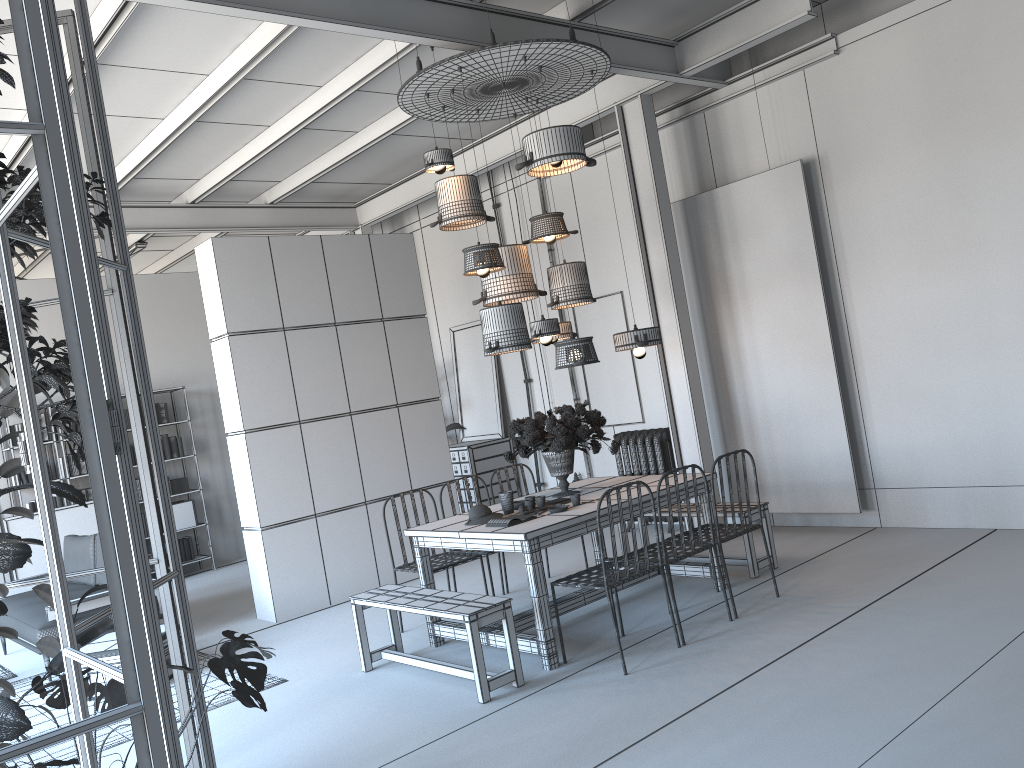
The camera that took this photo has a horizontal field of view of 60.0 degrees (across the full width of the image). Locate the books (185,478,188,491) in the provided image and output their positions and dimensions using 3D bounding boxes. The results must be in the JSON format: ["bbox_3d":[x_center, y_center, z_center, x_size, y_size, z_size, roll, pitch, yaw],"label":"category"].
[{"bbox_3d":[-3.987,1.228,10.808,0.012,0.177,0.134,-10,0,-41],"label":"books"}]

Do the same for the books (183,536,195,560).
[{"bbox_3d":[-3.921,1.998,10.772,0.030,0.295,0.217,-10,0,-41],"label":"books"}]

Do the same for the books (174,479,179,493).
[{"bbox_3d":[-4.074,1.243,10.732,0.012,0.177,0.134,-10,0,-41],"label":"books"}]

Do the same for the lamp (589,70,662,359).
[{"bbox_3d":[0.717,-1.170,6.114,0.323,2.026,0.404,-10,0,-37],"label":"lamp"}]

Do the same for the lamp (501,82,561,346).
[{"bbox_3d":[0.091,-1.162,6.058,0.202,1.831,0.253,-10,0,-2],"label":"lamp"}]

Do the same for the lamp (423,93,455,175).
[{"bbox_3d":[-0.528,-1.700,6.021,0.202,0.564,0.253,-10,0,-2],"label":"lamp"}]

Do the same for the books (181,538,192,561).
[{"bbox_3d":[-3.959,2.010,10.747,0.061,0.283,0.207,-10,0,-41],"label":"books"}]

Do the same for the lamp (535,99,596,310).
[{"bbox_3d":[0.317,-1.342,6.548,0.364,1.553,0.322,-10,0,5],"label":"lamp"}]

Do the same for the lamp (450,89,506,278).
[{"bbox_3d":[-0.283,-1.365,6.030,0.359,1.306,0.301,-10,0,42],"label":"lamp"}]

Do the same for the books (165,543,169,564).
[{"bbox_3d":[-4.099,2.036,10.634,0.030,0.277,0.192,-10,0,-41],"label":"books"}]

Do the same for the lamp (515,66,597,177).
[{"bbox_3d":[0.242,-1.763,5.867,0.403,0.687,0.505,-10,0,28],"label":"lamp"}]

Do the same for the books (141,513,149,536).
[{"bbox_3d":[-4.314,1.655,10.419,0.027,0.278,0.202,-10,0,-41],"label":"books"}]

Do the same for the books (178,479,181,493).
[{"bbox_3d":[-4.057,1.240,10.747,0.012,0.177,0.134,-10,0,-41],"label":"books"}]

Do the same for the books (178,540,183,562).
[{"bbox_3d":[-4.040,2.024,10.686,0.049,0.279,0.195,-10,0,-41],"label":"books"}]

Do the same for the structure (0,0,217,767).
[{"bbox_3d":[-2.169,0.310,2.100,2.994,3.454,2.452,-10,0,-41],"label":"structure"}]

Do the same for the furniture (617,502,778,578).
[{"bbox_3d":[1.373,1.174,6.762,0.300,0.478,1.260,-10,0,-41],"label":"furniture"}]

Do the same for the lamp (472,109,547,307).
[{"bbox_3d":[-0.130,-1.320,6.542,0.470,1.447,0.415,-10,0,20],"label":"lamp"}]

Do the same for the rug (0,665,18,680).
[{"bbox_3d":[-5.447,2.576,7.331,1.961,0.007,2.524,-10,0,-41],"label":"rug"}]

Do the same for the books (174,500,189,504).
[{"bbox_3d":[-3.989,1.586,10.660,0.272,0.326,0.027,-10,0,-41],"label":"books"}]

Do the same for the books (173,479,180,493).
[{"bbox_3d":[-4.065,1.241,10.740,0.012,0.177,0.134,-10,0,-41],"label":"books"}]

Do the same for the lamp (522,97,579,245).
[{"bbox_3d":[0.196,-1.554,6.470,0.359,1.094,0.301,-10,0,-23],"label":"lamp"}]

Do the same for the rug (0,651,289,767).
[{"bbox_3d":[-2.962,2.154,5.966,1.961,0.007,2.524,-10,0,-41],"label":"rug"}]

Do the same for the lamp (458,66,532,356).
[{"bbox_3d":[-0.177,-1.110,5.632,0.352,1.845,0.312,-10,0,-15],"label":"lamp"}]

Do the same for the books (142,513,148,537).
[{"bbox_3d":[-4.334,1.658,10.400,0.027,0.278,0.202,-10,0,-41],"label":"books"}]

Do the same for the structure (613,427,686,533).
[{"bbox_3d":[1.343,0.943,8.610,0.328,1.007,0.733,-10,0,-41],"label":"structure"}]

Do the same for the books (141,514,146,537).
[{"bbox_3d":[-4.355,1.662,10.383,0.027,0.278,0.202,-10,0,-41],"label":"books"}]

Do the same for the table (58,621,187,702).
[{"bbox_3d":[-2.681,1.952,6.250,0.706,0.330,0.667,-10,0,4],"label":"table"}]

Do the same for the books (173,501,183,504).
[{"bbox_3d":[-3.999,1.587,10.701,0.333,0.322,0.037,-10,0,-41],"label":"books"}]

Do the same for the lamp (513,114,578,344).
[{"bbox_3d":[0.169,-1.192,6.813,0.323,1.798,0.404,-10,0,18],"label":"lamp"}]

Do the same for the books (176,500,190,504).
[{"bbox_3d":[-3.950,1.581,10.630,0.303,0.327,0.068,-10,0,-40],"label":"books"}]

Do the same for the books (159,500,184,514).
[{"bbox_3d":[-4.133,1.611,10.848,0.303,0.326,0.033,-10,0,-41],"label":"books"}]

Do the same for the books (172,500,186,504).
[{"bbox_3d":[-4.096,1.606,10.811,0.319,0.318,0.068,-10,0,-41],"label":"books"}]

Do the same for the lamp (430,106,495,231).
[{"bbox_3d":[-0.420,-1.563,6.342,0.392,0.870,0.346,-10,0,20],"label":"lamp"}]

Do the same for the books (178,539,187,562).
[{"bbox_3d":[-4.004,2.018,10.717,0.047,0.279,0.192,-10,0,-41],"label":"books"}]

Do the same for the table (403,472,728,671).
[{"bbox_3d":[0.411,1.191,5.984,1.784,0.819,1.239,-10,0,-41],"label":"table"}]

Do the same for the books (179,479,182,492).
[{"bbox_3d":[-4.048,1.238,10.755,0.012,0.177,0.134,-10,0,-41],"label":"books"}]

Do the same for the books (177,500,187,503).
[{"bbox_3d":[-4.057,1.599,10.764,0.317,0.315,0.056,-10,0,-41],"label":"books"}]

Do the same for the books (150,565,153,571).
[{"bbox_3d":[-4.300,2.114,10.430,0.040,0.176,0.242,-10,0,-41],"label":"books"}]

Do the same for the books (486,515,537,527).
[{"bbox_3d":[-0.006,0.827,5.411,0.249,0.041,0.202,-10,0,-42],"label":"books"}]

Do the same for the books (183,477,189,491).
[{"bbox_3d":[-3.979,1.227,10.815,0.012,0.177,0.134,-10,0,-41],"label":"books"}]

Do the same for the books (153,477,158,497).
[{"bbox_3d":[-4.244,1.232,10.651,0.043,0.245,0.170,-10,0,-41],"label":"books"}]

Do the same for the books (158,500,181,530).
[{"bbox_3d":[-4.156,1.615,10.873,0.303,0.326,0.033,-10,0,-41],"label":"books"}]

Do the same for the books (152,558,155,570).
[{"bbox_3d":[-4.270,2.109,10.456,0.040,0.176,0.242,-10,0,-41],"label":"books"}]

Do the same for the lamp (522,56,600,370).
[{"bbox_3d":[0.245,-1.101,5.641,0.301,2.004,0.359,-10,0,-43],"label":"lamp"}]

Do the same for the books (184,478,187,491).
[{"bbox_3d":[-3.996,1.230,10.800,0.012,0.177,0.134,-10,0,-41],"label":"books"}]

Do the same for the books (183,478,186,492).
[{"bbox_3d":[-4.005,1.231,10.793,0.012,0.177,0.134,-10,0,-41],"label":"books"}]

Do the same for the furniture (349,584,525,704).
[{"bbox_3d":[-0.473,1.486,5.196,0.300,0.478,1.260,-10,0,-41],"label":"furniture"}]

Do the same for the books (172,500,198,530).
[{"bbox_3d":[-3.917,1.574,10.591,0.303,0.326,0.033,-10,0,-41],"label":"books"}]
